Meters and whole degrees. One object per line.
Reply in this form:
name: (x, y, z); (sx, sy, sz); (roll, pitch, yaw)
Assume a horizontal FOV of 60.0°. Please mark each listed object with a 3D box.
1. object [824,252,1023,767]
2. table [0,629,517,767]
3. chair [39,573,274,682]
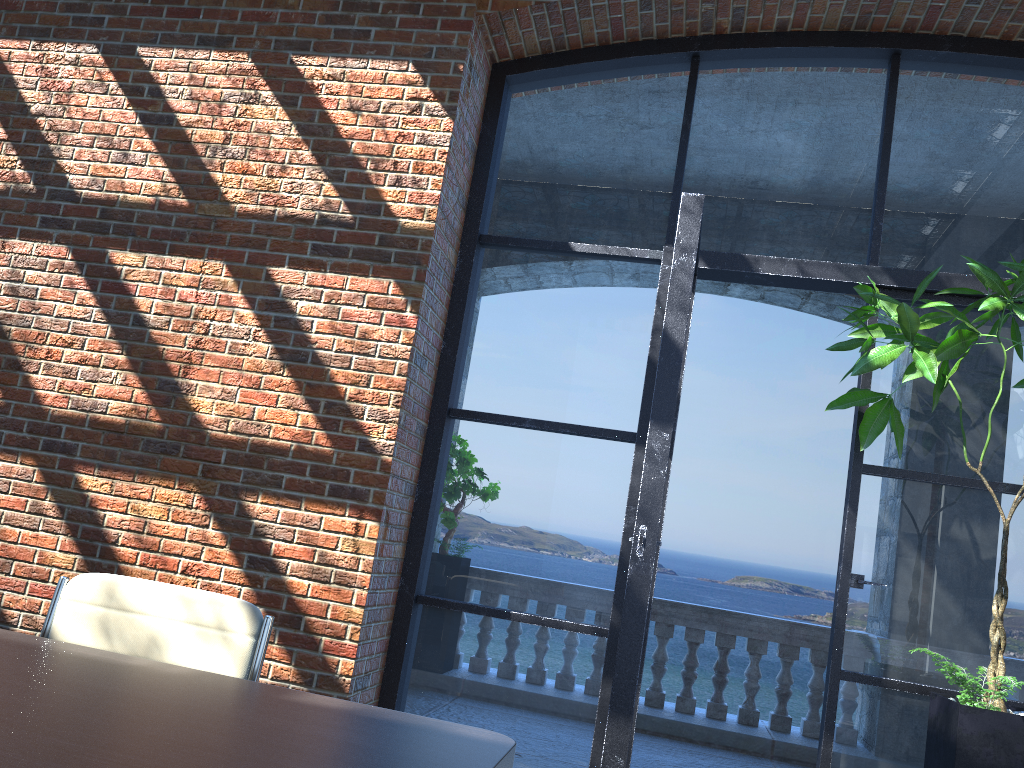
object: (1.688, 0.730, 3.013); (1.323, 2.477, 0.952); (8, -9, 12)
table: (-2.390, 0.555, 1.089); (4.499, 0.805, 1.823); (7, -10, 11)
chair: (-0.933, 0.855, 1.719); (0.559, 0.917, 0.711); (8, -9, 12)
